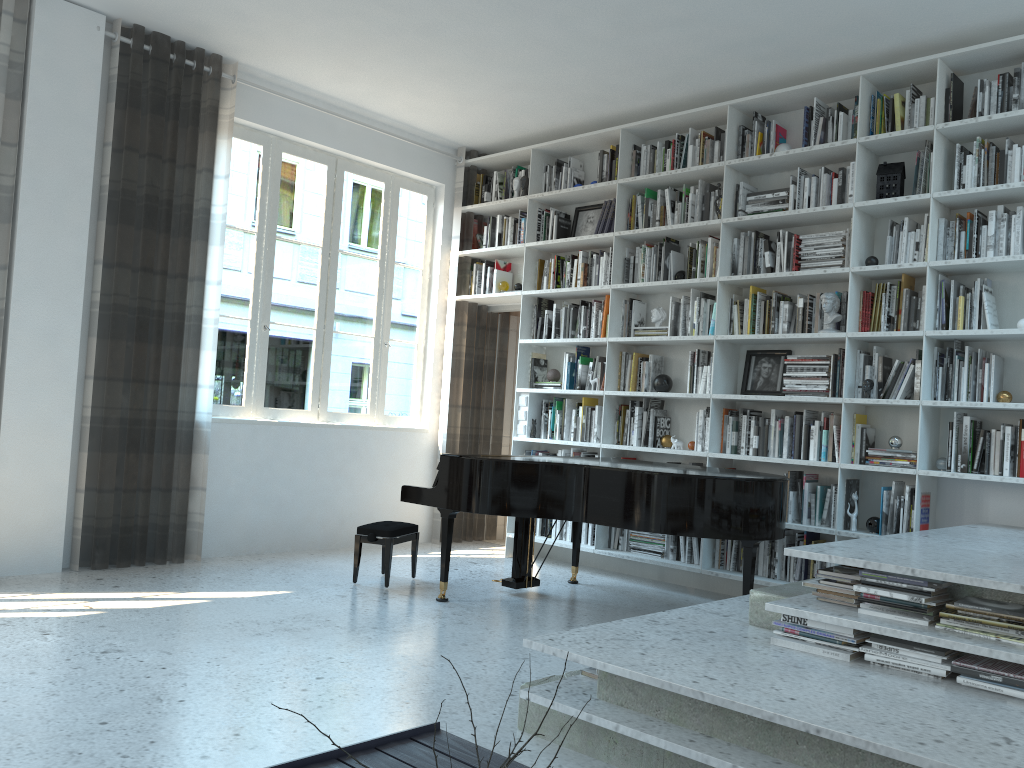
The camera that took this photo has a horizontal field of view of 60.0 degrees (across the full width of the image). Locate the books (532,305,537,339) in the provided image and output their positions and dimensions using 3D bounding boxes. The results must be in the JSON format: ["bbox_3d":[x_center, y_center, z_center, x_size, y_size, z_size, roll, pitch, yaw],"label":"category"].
[{"bbox_3d":[0.223,-0.460,6.857,0.012,0.285,0.159,2,-2,44],"label":"books"}]

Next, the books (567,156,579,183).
[{"bbox_3d":[0.469,-1.563,6.723,0.007,0.301,0.145,2,-2,44],"label":"books"}]

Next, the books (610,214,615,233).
[{"bbox_3d":[0.792,-1.180,6.389,0.078,0.285,0.174,2,-3,44],"label":"books"}]

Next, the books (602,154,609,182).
[{"bbox_3d":[0.720,-1.531,6.462,0.028,0.249,0.155,2,-2,44],"label":"books"}]

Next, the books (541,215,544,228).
[{"bbox_3d":[0.290,-1.166,6.828,0.009,0.228,0.184,2,-3,44],"label":"books"}]

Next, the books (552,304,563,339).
[{"bbox_3d":[0.372,-0.455,6.703,0.023,0.281,0.174,2,-2,44],"label":"books"}]

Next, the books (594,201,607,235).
[{"bbox_3d":[0.690,-1.177,6.472,0.110,0.279,0.174,2,-3,44],"label":"books"}]

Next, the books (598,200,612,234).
[{"bbox_3d":[0.717,-1.177,6.435,0.110,0.279,0.174,2,-3,44],"label":"books"}]

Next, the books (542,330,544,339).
[{"bbox_3d":[0.297,-0.420,6.777,0.042,0.208,0.143,2,-3,44],"label":"books"}]

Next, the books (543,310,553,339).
[{"bbox_3d":[0.310,-0.434,6.743,0.022,0.235,0.177,2,-3,44],"label":"books"}]

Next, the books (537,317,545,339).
[{"bbox_3d":[0.267,-0.409,6.780,0.037,0.182,0.189,2,-3,44],"label":"books"}]

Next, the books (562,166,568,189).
[{"bbox_3d":[0.442,-1.521,6.717,0.021,0.213,0.173,2,-3,44],"label":"books"}]

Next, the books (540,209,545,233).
[{"bbox_3d":[0.270,-1.194,6.863,0.006,0.287,0.148,2,-2,44],"label":"books"}]

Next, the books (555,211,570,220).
[{"bbox_3d":[0.379,-1.176,6.750,0.012,0.254,0.166,2,-2,44],"label":"books"}]

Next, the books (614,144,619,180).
[{"bbox_3d":[0.800,-1.554,6.380,0.025,0.297,0.163,2,-2,44],"label":"books"}]

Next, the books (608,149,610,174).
[{"bbox_3d":[0.754,-1.547,6.447,0.013,0.283,0.166,2,-2,44],"label":"books"}]

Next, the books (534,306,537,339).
[{"bbox_3d":[0.235,-0.452,6.809,0.027,0.266,0.176,2,-2,44],"label":"books"}]

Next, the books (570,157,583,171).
[{"bbox_3d":[0.484,-1.558,6.725,0.015,0.293,0.131,2,-2,44],"label":"books"}]

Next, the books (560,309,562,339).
[{"bbox_3d":[0.415,-0.434,6.681,0.049,0.243,0.139,2,-2,44],"label":"books"}]

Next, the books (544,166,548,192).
[{"bbox_3d":[0.306,-1.546,6.874,0.007,0.258,0.156,2,-2,44],"label":"books"}]

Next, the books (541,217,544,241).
[{"bbox_3d":[0.287,-1.159,6.816,0.004,0.214,0.186,2,-3,44],"label":"books"}]

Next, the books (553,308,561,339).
[{"bbox_3d":[0.377,-0.438,6.685,0.011,0.246,0.176,2,-3,44],"label":"books"}]

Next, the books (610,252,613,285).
[{"bbox_3d":[0.772,-0.817,6.347,0.022,0.289,0.169,2,-2,44],"label":"books"}]

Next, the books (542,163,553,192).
[{"bbox_3d":[0.291,-1.559,6.893,0.007,0.285,0.159,2,-2,44],"label":"books"}]

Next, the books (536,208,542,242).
[{"bbox_3d":[0.253,-1.199,6.865,0.005,0.292,0.184,2,-2,44],"label":"books"}]

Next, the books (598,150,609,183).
[{"bbox_3d":[0.703,-1.547,6.481,0.024,0.279,0.188,2,-2,44],"label":"books"}]

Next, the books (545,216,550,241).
[{"bbox_3d":[0.325,-1.160,6.789,0.018,0.218,0.186,2,-3,44],"label":"books"}]

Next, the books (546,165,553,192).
[{"bbox_3d":[0.330,-1.541,6.839,0.012,0.249,0.180,2,-3,44],"label":"books"}]

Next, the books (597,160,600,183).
[{"bbox_3d":[0.685,-1.516,6.502,0.028,0.218,0.153,2,-3,44],"label":"books"}]

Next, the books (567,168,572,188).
[{"bbox_3d":[0.480,-1.513,6.701,0.014,0.202,0.170,2,-3,44],"label":"books"}]

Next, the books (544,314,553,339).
[{"bbox_3d":[0.320,-0.419,6.719,0.028,0.203,0.188,2,-3,44],"label":"books"}]

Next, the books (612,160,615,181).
[{"bbox_3d":[0.785,-1.500,6.404,0.027,0.190,0.177,2,-3,44],"label":"books"}]

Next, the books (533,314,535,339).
[{"bbox_3d":[0.228,-0.423,6.836,0.026,0.209,0.155,2,-3,44],"label":"books"}]

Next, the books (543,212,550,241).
[{"bbox_3d":[0.306,-1.174,6.802,0.004,0.246,0.189,2,-3,44],"label":"books"}]

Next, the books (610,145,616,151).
[{"bbox_3d":[0.755,-1.565,6.467,0.014,0.320,0.137,2,-2,44],"label":"books"}]

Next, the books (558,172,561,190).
[{"bbox_3d":[0.413,-1.506,6.758,0.026,0.182,0.161,2,-3,44],"label":"books"}]

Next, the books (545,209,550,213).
[{"bbox_3d":[0.297,-1.195,6.845,0.006,0.289,0.144,2,-2,44],"label":"books"}]

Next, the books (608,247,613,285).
[{"bbox_3d":[0.751,-0.819,6.350,0.012,0.291,0.182,2,-2,44],"label":"books"}]

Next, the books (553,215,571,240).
[{"bbox_3d":[0.381,-1.156,6.735,0.012,0.214,0.185,2,-3,44],"label":"books"}]

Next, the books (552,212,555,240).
[{"bbox_3d":[0.371,-1.174,6.759,0.011,0.249,0.168,2,-2,44],"label":"books"}]

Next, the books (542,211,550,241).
[{"bbox_3d":[0.303,-1.181,6.822,0.009,0.260,0.184,2,-3,44],"label":"books"}]

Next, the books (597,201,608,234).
[{"bbox_3d":[0.713,-1.176,6.463,0.110,0.279,0.174,2,-3,44],"label":"books"}]

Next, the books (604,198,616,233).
[{"bbox_3d":[0.754,-1.179,6.397,0.097,0.282,0.174,2,-3,44],"label":"books"}]

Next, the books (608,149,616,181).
[{"bbox_3d":[0.762,-1.543,6.423,0.011,0.274,0.183,2,-2,44],"label":"books"}]

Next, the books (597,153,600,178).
[{"bbox_3d":[0.681,-1.546,6.525,0.013,0.277,0.151,2,-2,44],"label":"books"}]

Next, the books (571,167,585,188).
[{"bbox_3d":[0.497,-1.516,6.699,0.013,0.210,0.136,2,-2,44],"label":"books"}]

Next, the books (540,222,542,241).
[{"bbox_3d":[0.278,-1.153,6.857,0.015,0.207,0.172,2,-3,44],"label":"books"}]

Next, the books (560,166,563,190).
[{"bbox_3d":[0.434,-1.524,6.734,0.013,0.219,0.181,2,-3,44],"label":"books"}]

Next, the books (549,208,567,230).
[{"bbox_3d":[0.350,-1.190,6.781,0.005,0.281,0.191,2,-2,44],"label":"books"}]

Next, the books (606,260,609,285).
[{"bbox_3d":[0.735,-0.776,6.389,0.013,0.206,0.172,2,-3,44],"label":"books"}]

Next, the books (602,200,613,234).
[{"bbox_3d":[0.745,-1.176,6.432,0.110,0.279,0.174,2,-3,44],"label":"books"}]

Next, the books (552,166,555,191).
[{"bbox_3d":[0.364,-1.537,6.810,0.016,0.243,0.156,2,-2,44],"label":"books"}]

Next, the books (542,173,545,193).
[{"bbox_3d":[0.291,-1.519,6.877,0.017,0.204,0.142,2,-3,44],"label":"books"}]

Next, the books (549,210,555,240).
[{"bbox_3d":[0.353,-1.179,6.764,0.023,0.258,0.183,2,-3,44],"label":"books"}]

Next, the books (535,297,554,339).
[{"bbox_3d":[0.249,-0.485,6.794,0.012,0.333,0.184,2,-2,44],"label":"books"}]

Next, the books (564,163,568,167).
[{"bbox_3d":[0.433,-1.540,6.750,0.013,0.252,0.129,2,-2,44],"label":"books"}]

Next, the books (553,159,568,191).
[{"bbox_3d":[0.388,-1.556,6.761,0.015,0.279,0.190,2,-2,44],"label":"books"}]

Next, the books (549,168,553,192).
[{"bbox_3d":[0.350,-1.528,6.816,0.013,0.225,0.177,2,-3,44],"label":"books"}]
